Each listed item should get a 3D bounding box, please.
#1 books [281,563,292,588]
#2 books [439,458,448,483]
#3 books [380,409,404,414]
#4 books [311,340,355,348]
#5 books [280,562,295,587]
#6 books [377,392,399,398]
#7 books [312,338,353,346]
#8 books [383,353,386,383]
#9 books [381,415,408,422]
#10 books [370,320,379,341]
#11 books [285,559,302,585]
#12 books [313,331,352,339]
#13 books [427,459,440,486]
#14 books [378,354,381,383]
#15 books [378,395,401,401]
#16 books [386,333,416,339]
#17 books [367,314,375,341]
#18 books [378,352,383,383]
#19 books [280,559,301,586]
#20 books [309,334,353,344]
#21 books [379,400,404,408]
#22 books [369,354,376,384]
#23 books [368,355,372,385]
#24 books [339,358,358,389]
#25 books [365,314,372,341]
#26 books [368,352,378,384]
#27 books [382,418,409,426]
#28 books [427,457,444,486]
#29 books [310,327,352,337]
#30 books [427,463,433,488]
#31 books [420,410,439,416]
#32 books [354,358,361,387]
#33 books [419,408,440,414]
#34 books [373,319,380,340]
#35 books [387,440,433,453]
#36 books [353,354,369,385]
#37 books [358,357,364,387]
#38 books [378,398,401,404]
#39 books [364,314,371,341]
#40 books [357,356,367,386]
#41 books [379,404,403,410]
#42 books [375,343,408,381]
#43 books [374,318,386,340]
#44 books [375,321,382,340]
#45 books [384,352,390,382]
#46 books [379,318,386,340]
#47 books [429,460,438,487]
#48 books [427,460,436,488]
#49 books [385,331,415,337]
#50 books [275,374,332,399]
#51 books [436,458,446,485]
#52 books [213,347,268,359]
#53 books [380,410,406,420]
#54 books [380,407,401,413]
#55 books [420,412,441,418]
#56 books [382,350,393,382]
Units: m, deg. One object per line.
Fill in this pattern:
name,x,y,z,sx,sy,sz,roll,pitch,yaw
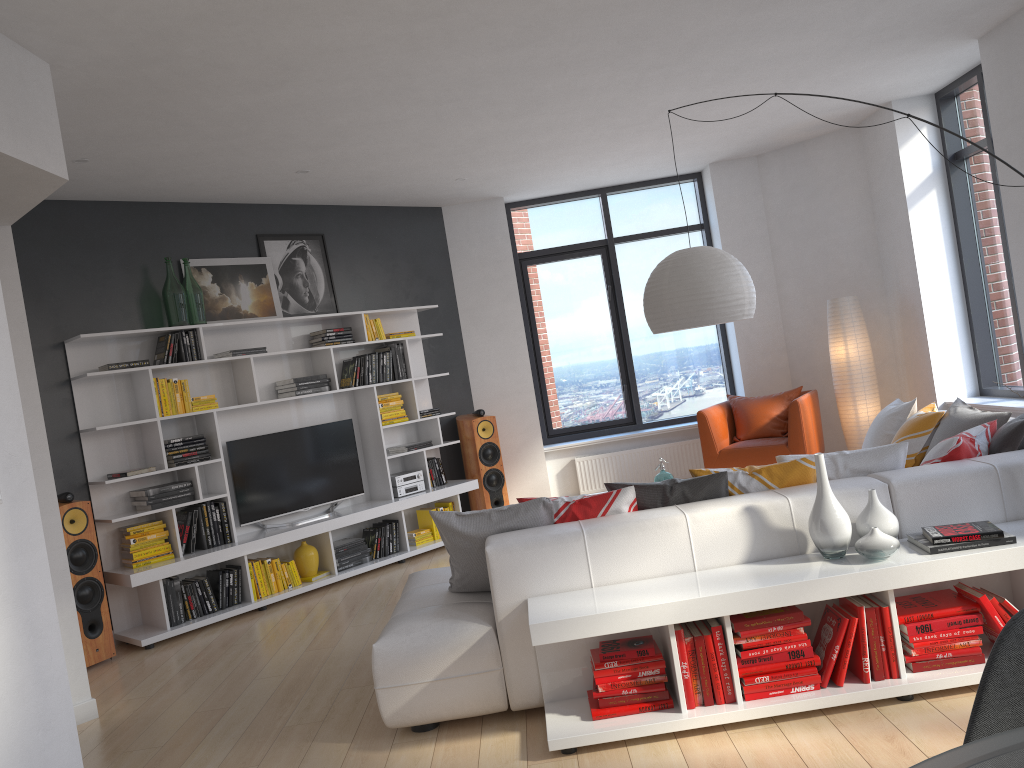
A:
books,-1.682,1.400,6.487,0.056,0.188,0.138,-10,1,-45
books,-0.666,0.765,7.750,0.077,0.233,0.179,-10,1,-45
books,-1.066,0.239,7.470,0.251,0.014,0.189,-10,1,-41
books,-1.440,-0.316,7.147,0.284,0.030,0.214,-10,1,-41
books,-1.662,1.397,6.496,0.134,0.187,0.046,-8,1,45
books,-1.095,0.103,7.483,0.223,0.023,0.163,-10,1,-40
books,-1.448,-0.341,7.148,0.189,0.020,0.264,-8,1,44
books,-1.114,-0.126,7.397,0.179,0.243,0.071,-8,1,44
books,-1.042,0.297,7.458,0.257,0.024,0.203,-10,1,-42
books,-1.177,-0.437,7.343,0.054,0.180,0.132,-10,1,-45
books,-1.623,1.386,6.553,0.046,0.193,0.149,-10,1,-44
books,-1.447,-0.395,7.146,0.246,0.026,0.180,-10,1,-42
books,-0.707,0.769,7.660,0.169,0.242,0.050,-8,1,45
books,-1.139,-0.119,7.354,0.069,0.242,0.172,-10,1,-44
books,-1.069,0.123,7.474,0.223,0.023,0.163,-10,1,-40
books,-0.984,-0.396,7.577,0.257,0.028,0.194,-10,1,-40
books,-1.218,-0.454,7.336,0.164,0.224,0.054,-8,1,45
books,-1.142,-0.126,7.388,0.192,0.254,0.075,-8,1,44
books,-1.633,1.389,6.529,0.067,0.193,0.148,-10,1,-44
books,-1.464,-0.364,7.164,0.284,0.030,0.214,-10,1,-41
books,-1.063,0.174,7.474,0.239,0.033,0.176,-10,1,-41
books,-1.198,-0.114,7.334,0.084,0.249,0.191,-10,1,-45
books,-1.220,-0.105,7.305,0.179,0.243,0.068,-8,1,44
books,-1.325,-0.083,7.201,0.104,0.234,0.182,-10,1,-44
books,-1.233,-0.451,7.309,0.163,0.224,0.041,-8,1,44
books,-1.175,-0.123,7.358,0.066,0.260,0.197,-10,1,-45
books,-1.030,0.322,7.455,0.257,0.028,0.194,-10,1,-40
books,-0.695,0.761,7.688,0.193,0.255,0.066,-8,1,45
books,-1.461,-0.420,7.152,0.209,0.030,0.266,-8,1,39
books,-0.777,0.768,7.617,0.202,0.268,0.053,-8,1,45
books,-0.749,0.256,7.682,0.142,0.015,0.198,-8,1,44
books,-1.305,-0.086,7.228,0.096,0.234,0.187,-10,1,-44
books,-0.761,0.238,7.695,0.213,0.023,0.161,-10,1,-41
books,-1.158,-0.440,7.352,0.128,0.178,0.044,-8,1,45
books,-0.872,0.538,7.584,0.250,0.047,0.310,-8,1,41
books,-1.244,-0.108,7.290,0.192,0.254,0.075,-8,1,44
books,-1.273,-0.092,7.240,0.169,0.233,0.081,-8,1,44
books,-1.074,0.147,7.471,0.227,0.022,0.160,-10,1,-29
books,-1.236,-0.452,7.279,0.161,0.229,0.041,-8,1,44
books,-1.241,-0.101,7.255,0.069,0.242,0.172,-10,1,-44
books,-1.068,0.201,7.469,0.239,0.019,0.171,-10,1,-45
books,-1.029,-0.176,7.544,0.128,0.321,0.259,-10,1,-45
books,-1.131,-0.448,7.383,0.064,0.184,0.141,-10,1,-44
books,-1.135,-0.434,7.356,0.108,0.161,0.046,-8,1,44
books,-1.096,-0.133,7.432,0.084,0.249,0.191,-10,1,-45
books,-1.121,-0.451,7.405,0.044,0.184,0.142,-10,1,-44
books,-0.727,0.776,7.650,0.049,0.236,0.170,-10,1,-44
books,-0.749,0.779,7.637,0.053,0.240,0.189,-10,1,-44
books,-0.996,-0.420,7.581,0.257,0.024,0.203,-10,1,-42
books,-1.631,0.019,6.936,0.277,0.137,0.343,-8,1,40
books,-0.668,0.762,7.703,0.177,0.242,0.066,-8,1,45
books,-2.013,-0.223,6.568,0.250,0.047,0.310,-8,1,41
books,-1.050,0.265,7.462,0.243,0.042,0.189,-10,1,-45
books,-1.061,0.221,7.449,0.217,0.023,0.145,-10,1,-40
books,-0.744,0.274,7.682,0.213,0.023,0.161,-10,1,-41
books,-1.073,-0.141,7.457,0.066,0.260,0.197,-10,1,-45
